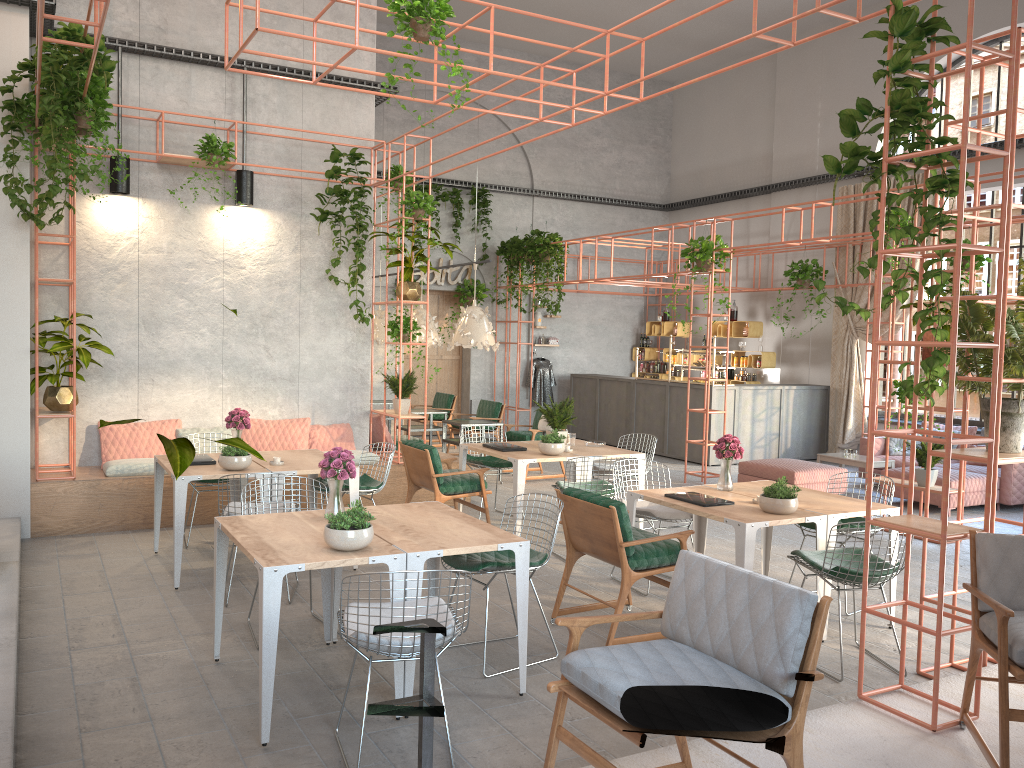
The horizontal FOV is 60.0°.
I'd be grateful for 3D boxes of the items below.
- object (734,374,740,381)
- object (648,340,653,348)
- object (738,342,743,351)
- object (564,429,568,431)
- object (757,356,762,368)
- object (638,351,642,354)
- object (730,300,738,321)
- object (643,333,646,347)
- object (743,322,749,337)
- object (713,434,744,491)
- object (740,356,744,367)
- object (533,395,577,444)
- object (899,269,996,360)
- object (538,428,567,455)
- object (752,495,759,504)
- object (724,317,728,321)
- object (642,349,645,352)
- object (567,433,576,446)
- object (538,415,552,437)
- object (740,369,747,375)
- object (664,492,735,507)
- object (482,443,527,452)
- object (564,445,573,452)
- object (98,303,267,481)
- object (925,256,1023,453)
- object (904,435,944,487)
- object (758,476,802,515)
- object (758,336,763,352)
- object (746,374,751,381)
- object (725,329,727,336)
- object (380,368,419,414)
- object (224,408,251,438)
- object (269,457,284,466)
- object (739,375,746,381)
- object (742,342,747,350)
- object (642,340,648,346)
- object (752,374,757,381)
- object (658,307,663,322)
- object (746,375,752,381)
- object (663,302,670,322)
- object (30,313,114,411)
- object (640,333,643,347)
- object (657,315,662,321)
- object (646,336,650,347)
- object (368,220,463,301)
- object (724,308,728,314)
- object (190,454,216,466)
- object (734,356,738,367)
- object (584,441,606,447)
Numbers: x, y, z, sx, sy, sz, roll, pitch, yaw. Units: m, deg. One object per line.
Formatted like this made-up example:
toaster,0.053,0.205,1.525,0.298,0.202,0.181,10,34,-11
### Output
object,3.984,-0.116,15.653,0.115,0.107,0.115,0,3,-31
object,2.822,-0.817,18.083,0.115,0.147,0.115,2,3,16
object,4.025,-0.663,15.604,0.083,0.159,0.083,2,3,16
object,0.456,0.527,9.020,0.165,0.154,0.210,-1,4,-39
object,4.263,-0.377,15.193,0.131,0.207,0.131,2,3,16
object,2.625,-0.574,18.162,0.131,0.207,0.131,2,3,16
object,3.987,-1.317,15.925,0.134,0.386,0.134,-1,4,-40
object,2.712,-0.895,18.140,0.066,0.291,0.066,0,3,-22
object,4.126,-0.951,15.585,0.137,0.261,0.137,2,3,7
object,1.576,0.571,6.474,0.213,0.414,0.225,-1,4,-36
object,4.035,-0.392,15.522,0.069,0.191,0.069,2,3,7
object,0.434,0.362,8.554,0.438,0.527,0.368,0,3,-29
object,4.324,-0.688,8.800,0.923,0.946,0.924,3,3,27
object,0.365,0.526,8.123,0.248,0.247,0.254,0,3,-29
object,1.684,0.780,5.991,0.115,0.073,0.115,-1,4,-34
object,3.845,-1.188,15.891,0.088,0.123,0.088,3,3,28
object,2.690,-0.591,18.018,0.072,0.248,0.094,0,3,-29
object,0.589,0.553,8.850,0.095,0.119,0.095,1,3,-4
object,0.379,0.461,8.882,0.241,0.313,0.241,2,3,16
object,4.076,-0.216,15.621,0.115,0.107,0.115,3,3,28
object,1.273,0.790,6.047,0.268,0.031,0.427,0,3,-29
object,-0.073,0.603,8.477,0.268,0.031,0.427,0,3,-29
object,0.521,0.604,8.392,0.115,0.078,0.115,0,3,-23
object,-0.980,0.202,2.447,0.934,0.923,0.903,3,3,28
object,2.850,-0.158,5.089,0.894,1.100,0.900,2,3,0
object,4.181,0.771,8.920,0.438,0.527,0.368,0,3,-29
object,1.711,0.712,5.694,0.247,0.247,0.252,0,3,-29
object,4.305,-0.699,15.351,0.075,0.273,0.075,-1,4,-40
object,4.136,-0.115,15.497,0.073,0.131,0.073,-1,4,-36
object,3.888,-0.914,15.891,0.123,0.142,0.141,0,3,-29
object,-1.235,0.076,9.877,0.438,0.527,0.368,0,3,-29
object,-2.308,0.406,7.471,0.213,0.414,0.225,-1,4,-36
object,-1.879,0.610,7.082,0.115,0.078,0.115,0,3,-23
object,4.046,-0.108,15.540,0.115,0.107,0.115,3,3,28
object,4.069,-0.658,15.524,0.083,0.159,0.083,2,3,16
object,2.707,-0.817,18.020,0.115,0.147,0.115,2,3,16
object,4.259,-0.116,15.571,0.073,0.131,0.073,-1,4,-36
object,3.008,-1.398,17.795,0.134,0.301,0.134,-1,4,-40
object,4.155,-0.108,15.599,0.115,0.107,0.115,0,3,-23
object,3.069,-1.429,17.607,0.134,0.386,0.134,2,3,5
object,-4.173,-0.207,8.191,0.934,0.919,0.903,3,4,33
object,2.644,-0.895,18.102,0.066,0.291,0.066,3,3,31
object,2.926,-1.299,17.573,0.088,0.123,0.088,3,3,28
object,2.784,-0.895,18.177,0.066,0.291,0.066,2,3,11
object,-1.067,-1.385,9.777,0.934,0.947,0.903,3,3,23
object,3.926,-1.287,16.112,0.134,0.301,0.134,-1,4,-40
object,-2.551,0.610,7.124,0.268,0.031,0.427,0,3,-29
object,3.956,-0.401,15.665,0.069,0.191,0.069,1,3,-17
object,0.829,0.598,8.854,0.218,0.041,0.218,0,3,-20
